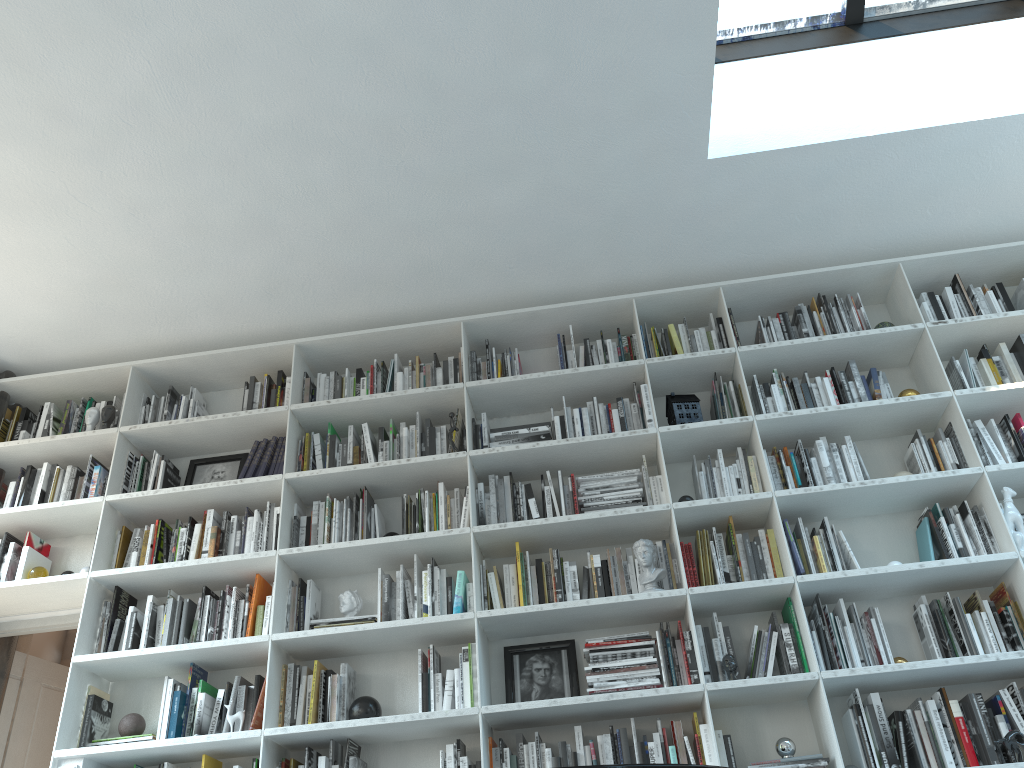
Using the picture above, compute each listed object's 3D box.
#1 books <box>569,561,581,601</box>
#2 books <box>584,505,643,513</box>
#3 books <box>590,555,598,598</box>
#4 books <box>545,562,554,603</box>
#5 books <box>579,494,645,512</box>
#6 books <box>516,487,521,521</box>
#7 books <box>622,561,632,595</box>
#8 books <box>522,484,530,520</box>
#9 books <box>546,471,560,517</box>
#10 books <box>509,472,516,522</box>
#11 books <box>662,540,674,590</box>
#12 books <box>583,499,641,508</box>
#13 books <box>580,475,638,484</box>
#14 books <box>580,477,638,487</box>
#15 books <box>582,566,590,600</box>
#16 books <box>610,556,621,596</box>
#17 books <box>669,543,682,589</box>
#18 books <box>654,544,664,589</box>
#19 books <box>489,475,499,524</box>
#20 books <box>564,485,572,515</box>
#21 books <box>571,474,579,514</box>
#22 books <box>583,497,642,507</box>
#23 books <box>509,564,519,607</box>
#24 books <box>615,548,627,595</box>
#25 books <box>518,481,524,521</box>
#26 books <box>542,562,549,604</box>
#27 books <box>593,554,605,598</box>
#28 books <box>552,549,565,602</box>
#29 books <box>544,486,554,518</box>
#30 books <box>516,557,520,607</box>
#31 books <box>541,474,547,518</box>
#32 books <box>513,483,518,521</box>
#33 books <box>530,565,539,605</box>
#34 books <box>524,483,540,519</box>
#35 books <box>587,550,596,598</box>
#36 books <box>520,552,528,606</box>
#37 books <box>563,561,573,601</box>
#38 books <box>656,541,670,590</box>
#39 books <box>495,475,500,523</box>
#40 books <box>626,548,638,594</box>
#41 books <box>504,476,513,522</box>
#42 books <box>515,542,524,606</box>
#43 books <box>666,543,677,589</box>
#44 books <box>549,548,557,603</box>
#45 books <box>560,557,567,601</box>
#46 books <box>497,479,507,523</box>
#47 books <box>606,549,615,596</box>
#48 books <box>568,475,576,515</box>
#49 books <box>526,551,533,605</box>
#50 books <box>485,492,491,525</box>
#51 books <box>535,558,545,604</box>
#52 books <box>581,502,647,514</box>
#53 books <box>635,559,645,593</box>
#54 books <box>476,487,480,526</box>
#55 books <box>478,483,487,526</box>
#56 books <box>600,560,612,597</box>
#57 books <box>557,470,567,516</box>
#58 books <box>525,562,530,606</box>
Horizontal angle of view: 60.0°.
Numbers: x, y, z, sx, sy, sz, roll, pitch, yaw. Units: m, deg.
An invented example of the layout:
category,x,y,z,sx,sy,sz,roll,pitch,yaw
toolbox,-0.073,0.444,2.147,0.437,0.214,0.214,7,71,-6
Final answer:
category,x,y,z,sx,sy,sz,roll,pitch,yaw
books,0.271,0.880,3.732,0.030,0.213,0.169,-7,-33,4
books,0.448,0.586,3.903,0.254,0.012,0.161,-7,-34,3
books,0.353,0.860,3.730,0.010,0.232,0.176,-7,-33,4
books,0.168,0.888,3.751,0.025,0.234,0.137,-7,-33,4
books,0.445,0.546,3.930,0.285,0.012,0.160,-8,-34,5
books,0.040,0.595,3.955,0.014,0.232,0.148,-7,-33,4
books,0.489,0.862,3.725,0.022,0.205,0.115,-7,-33,4
books,0.066,0.587,3.952,0.011,0.238,0.148,-7,-33,4
books,0.197,0.550,3.959,0.049,0.289,0.163,-7,-33,4
books,0.015,0.568,3.972,0.011,0.298,0.180,-7,-33,4
books,0.656,0.807,3.716,0.014,0.264,0.154,-7,-33,4
books,0.446,0.565,3.914,0.254,0.012,0.161,-8,-34,6
books,0.438,0.465,3.985,0.254,0.012,0.161,-7,-34,4
books,0.438,0.473,3.975,0.254,0.012,0.161,-8,-34,6
books,0.312,0.888,3.735,0.050,0.198,0.146,-7,-33,4
books,0.441,0.860,3.737,0.025,0.229,0.143,-7,-33,4
books,0.691,0.814,3.730,0.023,0.263,0.107,-7,-33,4
books,0.613,0.819,3.723,0.025,0.258,0.131,-7,-33,4
books,-0.071,0.579,3.975,0.026,0.295,0.180,-7,-33,4
books,0.257,0.575,3.936,0.024,0.215,0.133,-7,-33,4
books,0.286,0.546,3.924,0.013,0.245,0.177,-7,-33,4
books,0.445,0.554,3.921,0.254,0.012,0.162,-6,-34,2
books,0.019,0.906,3.763,0.029,0.238,0.156,-7,-33,4
books,0.462,0.835,3.727,0.025,0.257,0.151,-7,-33,4
books,0.053,0.584,3.955,0.014,0.248,0.173,-7,-33,4
books,0.149,0.889,3.743,0.012,0.226,0.170,-7,-33,4
books,0.371,0.856,3.717,0.029,0.223,0.186,-7,-33,4
books,0.203,0.858,3.738,0.028,0.266,0.191,-7,-33,4
books,0.172,0.583,3.939,0.024,0.215,0.148,-7,-33,4
books,0.039,0.892,3.784,0.010,0.282,0.137,-7,-33,4
books,0.148,0.561,3.964,0.022,0.284,0.131,-7,-33,4
books,0.027,0.588,3.960,0.011,0.250,0.153,-7,-33,4
books,0.105,0.903,3.759,0.024,0.227,0.148,-7,-33,4
books,0.104,0.580,3.944,0.066,0.235,0.154,-7,-33,4
books,0.341,0.854,3.741,0.014,0.257,0.162,-7,-33,4
books,0.060,0.871,3.740,0.015,0.265,0.190,-7,-33,4
books,0.243,0.882,3.734,0.024,0.215,0.176,-7,-33,4
books,0.639,0.813,3.735,0.025,0.277,0.108,-7,-33,4
books,-0.049,0.580,3.994,0.014,0.311,0.134,-7,-33,4
books,0.509,0.834,3.733,0.024,0.257,0.127,-7,-33,4
books,-0.004,0.577,3.979,0.029,0.293,0.152,-7,-33,4
books,0.044,0.852,3.756,0.014,0.316,0.189,-7,-33,4
books,0.672,0.814,3.724,0.014,0.259,0.138,-7,-33,4
books,0.185,0.861,3.756,0.013,0.282,0.177,-7,-33,4
books,0.226,0.877,3.755,0.011,0.250,0.131,-7,-33,4
books,-0.032,0.583,3.958,0.025,0.264,0.186,-7,-33,4
books,0.418,0.836,3.712,0.012,0.243,0.187,-7,-33,4
books,0.274,0.556,3.935,0.015,0.243,0.184,-7,-33,4
books,0.084,0.871,3.755,0.010,0.279,0.171,-7,-33,4
books,-0.093,0.621,3.973,0.027,0.227,0.148,-7,-33,4
books,0.131,0.890,3.770,0.028,0.258,0.135,-7,-33,4
books,0.447,0.573,3.906,0.285,0.012,0.160,-6,-34,2
books,0.540,0.853,3.713,0.035,0.200,0.150,-7,-33,4
books,-0.139,0.613,3.979,0.012,0.252,0.161,-7,-33,4
books,-0.122,0.599,3.972,0.026,0.265,0.171,-7,-33,4
books,0.401,0.863,3.710,0.029,0.199,0.179,-7,-33,4
books,0.231,0.547,3.939,0.021,0.267,0.192,-7,-33,4
books,0.077,0.897,3.761,0.010,0.243,0.150,-7,-33,4
